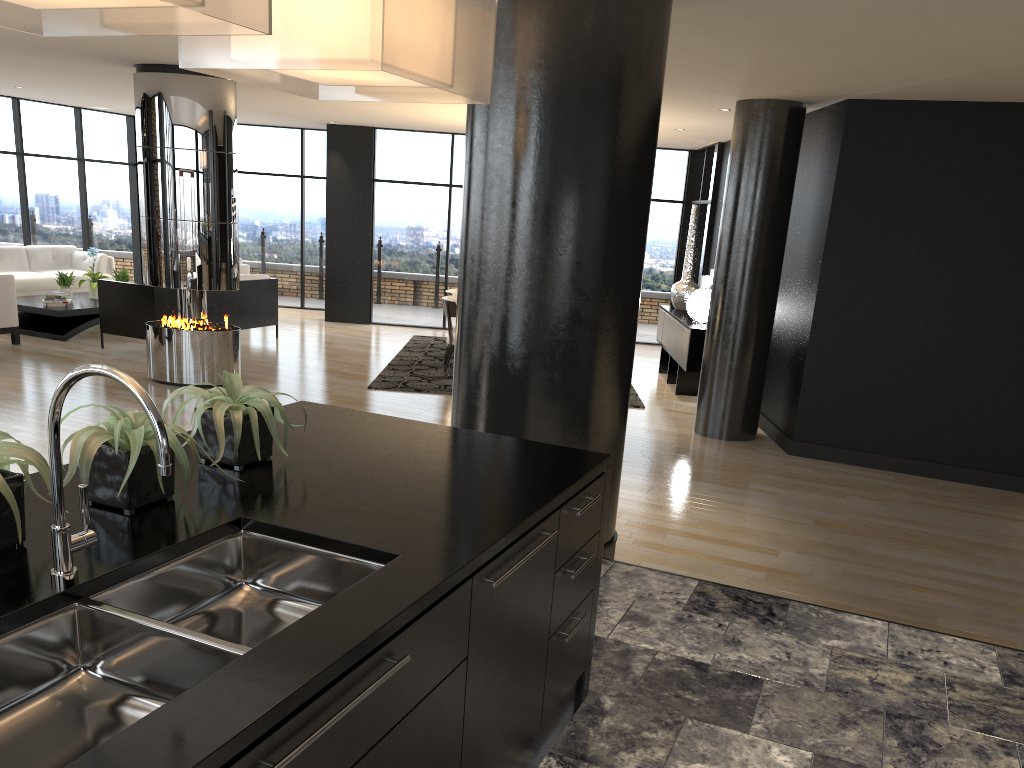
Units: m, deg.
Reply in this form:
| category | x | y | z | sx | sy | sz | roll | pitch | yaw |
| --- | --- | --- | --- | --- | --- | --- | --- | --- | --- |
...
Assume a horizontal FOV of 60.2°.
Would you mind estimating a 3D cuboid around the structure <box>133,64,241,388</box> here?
| category | x | y | z | sx | sy | sz | roll | pitch | yaw |
| --- | --- | --- | --- | --- | --- | --- | --- | --- | --- |
| structure | -2.922 | -1.370 | 8.015 | 0.890 | 2.808 | 0.573 | 7 | 16 | 10 |

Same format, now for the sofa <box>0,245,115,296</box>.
| category | x | y | z | sx | sy | sz | roll | pitch | yaw |
| --- | --- | --- | --- | --- | --- | --- | --- | --- | --- |
| sofa | -6.507 | -1.331 | 11.458 | 0.850 | 0.875 | 2.650 | 10 | 13 | 22 |

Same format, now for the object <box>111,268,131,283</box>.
| category | x | y | z | sx | sy | sz | roll | pitch | yaw |
| --- | --- | --- | --- | --- | --- | --- | --- | --- | --- |
| object | -5.002 | -1.305 | 11.322 | 0.284 | 0.379 | 0.210 | 4 | 15 | 1 |

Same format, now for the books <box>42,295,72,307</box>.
| category | x | y | z | sx | sy | sz | roll | pitch | yaw |
| --- | --- | --- | --- | --- | --- | --- | --- | --- | --- |
| books | -5.227 | -0.961 | 10.142 | 0.307 | 0.129 | 0.219 | -2 | 14 | -28 |

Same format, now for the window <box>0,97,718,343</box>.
| category | x | y | z | sx | sy | sz | roll | pitch | yaw |
| --- | --- | --- | --- | --- | --- | --- | --- | --- | --- |
| window | -3.469 | -2.077 | 5.974 | 10.109 | 4.898 | 15.563 | 6 | 12 | 9 |

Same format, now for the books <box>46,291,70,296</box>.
| category | x | y | z | sx | sy | sz | roll | pitch | yaw |
| --- | --- | --- | --- | --- | --- | --- | --- | --- | --- |
| books | -5.205 | -1.036 | 10.124 | 0.184 | 0.027 | 0.151 | 7 | 12 | 13 |

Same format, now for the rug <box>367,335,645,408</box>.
| category | x | y | z | sx | sy | sz | roll | pitch | yaw |
| --- | --- | --- | --- | --- | --- | --- | --- | --- | --- |
| rug | -0.026 | -0.215 | 10.424 | 2.717 | 0.011 | 3.639 | 4 | 11 | 0 |

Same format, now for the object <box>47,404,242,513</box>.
| category | x | y | z | sx | sy | sz | roll | pitch | yaw |
| --- | --- | --- | --- | --- | --- | --- | --- | --- | --- |
| object | -0.907 | 0.147 | 2.075 | 0.395 | 0.245 | 0.400 | -7 | 17 | -41 |

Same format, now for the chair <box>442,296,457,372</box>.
| category | x | y | z | sx | sy | sz | roll | pitch | yaw |
| --- | --- | --- | --- | --- | --- | --- | --- | --- | --- |
| chair | -0.487 | -0.536 | 9.783 | 0.616 | 0.825 | 0.627 | 2 | 14 | -7 |

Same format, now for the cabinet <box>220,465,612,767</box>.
| category | x | y | z | sx | sy | sz | roll | pitch | yaw |
| --- | --- | --- | --- | --- | --- | --- | --- | --- | --- |
| cabinet | -0.877 | 0.912 | 1.756 | 1.173 | 1.061 | 3.063 | 10 | 13 | 22 |

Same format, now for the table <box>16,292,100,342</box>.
| category | x | y | z | sx | sy | sz | roll | pitch | yaw |
| --- | --- | --- | --- | --- | --- | --- | --- | --- | --- |
| table | -5.211 | -0.879 | 10.979 | 1.257 | 0.360 | 1.998 | 9 | 12 | 22 |

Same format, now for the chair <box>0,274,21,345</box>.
| category | x | y | z | sx | sy | sz | roll | pitch | yaw |
| --- | --- | --- | --- | --- | --- | --- | --- | --- | --- |
| chair | -5.924 | -0.863 | 9.318 | 0.995 | 0.876 | 0.840 | 10 | 15 | 22 |

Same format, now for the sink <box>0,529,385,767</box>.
| category | x | y | z | sx | sy | sz | roll | pitch | yaw |
| --- | --- | --- | --- | --- | --- | --- | --- | --- | --- |
| sink | -0.610 | 0.507 | 1.583 | 0.458 | 0.163 | 0.907 | 9 | 12 | 22 |

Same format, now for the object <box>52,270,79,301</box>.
| category | x | y | z | sx | sy | sz | roll | pitch | yaw |
| --- | --- | --- | --- | --- | --- | --- | --- | --- | --- |
| object | -5.350 | -1.182 | 10.576 | 0.284 | 0.379 | 0.210 | 1 | 15 | -14 |

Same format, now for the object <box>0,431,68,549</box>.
| category | x | y | z | sx | sy | sz | roll | pitch | yaw |
| --- | --- | --- | --- | --- | --- | --- | --- | --- | --- |
| object | -1.103 | 0.218 | 1.702 | 0.403 | 0.222 | 0.391 | -7 | 17 | -41 |

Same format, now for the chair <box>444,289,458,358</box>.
| category | x | y | z | sx | sy | sz | roll | pitch | yaw |
| --- | --- | --- | --- | --- | --- | --- | --- | --- | --- |
| chair | -0.502 | -0.702 | 10.612 | 0.615 | 0.825 | 0.629 | 7 | 14 | 10 |

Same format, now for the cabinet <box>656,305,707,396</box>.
| category | x | y | z | sx | sy | sz | roll | pitch | yaw |
| --- | --- | --- | --- | --- | --- | --- | --- | --- | --- |
| cabinet | 2.079 | -0.366 | 9.964 | 0.610 | 0.784 | 2.188 | 4 | 12 | 1 |

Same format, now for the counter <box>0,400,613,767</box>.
| category | x | y | z | sx | sy | sz | roll | pitch | yaw |
| --- | --- | --- | --- | --- | --- | --- | --- | --- | --- |
| counter | -0.840 | 0.386 | 1.605 | 1.173 | 0.032 | 3.063 | 9 | 12 | 22 |

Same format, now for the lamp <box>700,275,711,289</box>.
| category | x | y | z | sx | sy | sz | roll | pitch | yaw |
| --- | --- | --- | --- | --- | --- | --- | --- | --- | --- |
| lamp | 2.106 | -0.950 | 9.683 | 0.131 | 0.476 | 0.122 | 10 | 17 | 22 |

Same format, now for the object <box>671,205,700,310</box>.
| category | x | y | z | sx | sy | sz | roll | pitch | yaw |
| --- | --- | --- | --- | --- | --- | --- | --- | --- | --- |
| object | 2.100 | -1.489 | 10.437 | 0.343 | 1.237 | 0.335 | 6 | 16 | 9 |

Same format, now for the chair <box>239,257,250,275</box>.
| category | x | y | z | sx | sy | sz | roll | pitch | yaw |
| --- | --- | --- | --- | --- | --- | --- | --- | --- | --- |
| chair | -4.427 | -1.417 | 12.648 | 0.995 | 0.876 | 0.840 | 10 | 15 | 22 |

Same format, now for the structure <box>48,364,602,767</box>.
| category | x | y | z | sx | sy | sz | roll | pitch | yaw |
| --- | --- | --- | --- | --- | --- | --- | --- | --- | --- |
| structure | -0.576 | 0.499 | 1.519 | 0.652 | 1.041 | 2.730 | 10 | 13 | 22 |

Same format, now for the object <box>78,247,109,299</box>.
| category | x | y | z | sx | sy | sz | roll | pitch | yaw |
| --- | --- | --- | --- | --- | --- | --- | --- | --- | --- |
| object | -5.142 | -1.371 | 10.905 | 0.365 | 0.646 | 0.352 | 17 | 20 | 40 |

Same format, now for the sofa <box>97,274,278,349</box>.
| category | x | y | z | sx | sy | sz | roll | pitch | yaw |
| --- | --- | --- | --- | --- | --- | --- | --- | --- | --- |
| sofa | -3.726 | -0.881 | 10.346 | 0.833 | 0.822 | 1.998 | 10 | 13 | 22 |

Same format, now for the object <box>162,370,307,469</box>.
| category | x | y | z | sx | sy | sz | roll | pitch | yaw |
| --- | --- | --- | --- | --- | --- | --- | --- | --- | --- |
| object | -0.721 | 0.090 | 2.430 | 0.403 | 0.245 | 0.391 | -7 | 17 | -41 |

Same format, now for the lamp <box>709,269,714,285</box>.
| category | x | y | z | sx | sy | sz | roll | pitch | yaw |
| --- | --- | --- | --- | --- | --- | --- | --- | --- | --- |
| lamp | 2.164 | -0.954 | 9.503 | 0.131 | 0.563 | 0.122 | -8 | 20 | -36 |
